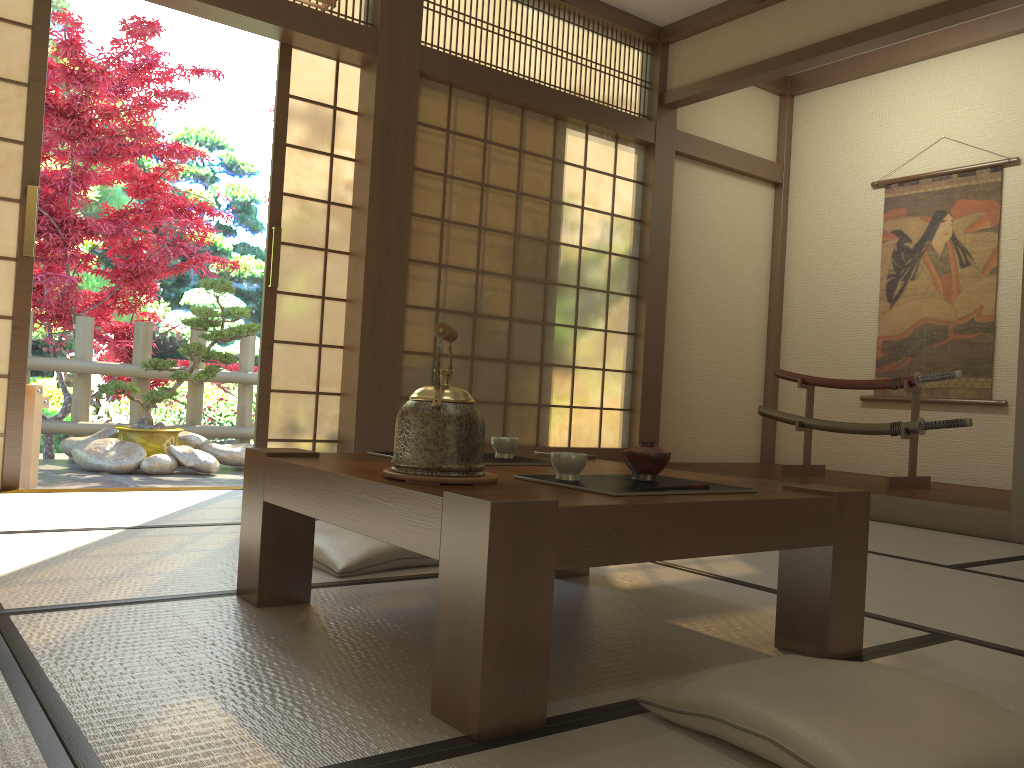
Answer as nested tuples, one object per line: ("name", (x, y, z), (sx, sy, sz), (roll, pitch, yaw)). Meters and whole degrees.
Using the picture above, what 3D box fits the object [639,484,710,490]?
("object", (0.313, 0.198, 1.704), (0.200, 0.008, 0.008), (4, -1, -39))

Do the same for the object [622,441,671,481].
("object", (0.278, 0.159, 1.838), (0.100, 0.080, 0.100), (4, -1, -37))

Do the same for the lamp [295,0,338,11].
("lamp", (-0.643, -1.834, 2.934), (0.240, 1.129, 0.240), (4, -1, -37))

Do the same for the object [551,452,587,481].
("object", (0.113, 0.165, 1.777), (0.074, 0.052, 0.073), (3, -1, 6))

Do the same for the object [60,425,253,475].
("object", (-2.346, 0.446, 6.070), (1.260, 0.276, 1.147), (4, -1, -41))

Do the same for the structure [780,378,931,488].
("structure", (2.047, 0.276, 5.278), (0.446, 0.604, 0.712), (4, -1, -37))

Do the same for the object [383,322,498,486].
("object", (-0.130, 0.034, 1.699), (0.219, 0.296, 0.226), (4, -1, -42))

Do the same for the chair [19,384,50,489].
("chair", (-2.823, 0.212, 4.349), (0.698, 0.598, 0.704), (3, -1, 10))

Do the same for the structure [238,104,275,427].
("structure", (-0.951, -1.161, 9.019), (3.045, 4.004, 3.412), (4, -1, -34))

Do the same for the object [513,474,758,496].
("object", (0.251, 0.203, 1.804), (0.400, 0.007, 0.300), (4, -1, -37))

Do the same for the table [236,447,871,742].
("table", (0.059, 0.364, 1.993), (1.000, 0.350, 1.000), (4, -1, -37))

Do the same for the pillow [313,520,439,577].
("pillow", (-0.445, 0.485, 2.691), (0.496, 0.107, 0.486), (4, -1, -43))

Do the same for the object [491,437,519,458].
("object", (-0.019, 0.166, 2.312), (0.074, 0.052, 0.073), (3, -1, 6))

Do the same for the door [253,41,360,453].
("door", (-0.468, -0.540, 5.000), (1.894, 2.380, 0.073), (4, -1, -37))

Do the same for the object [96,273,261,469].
("object", (-2.277, -0.102, 6.122), (1.032, 1.362, 0.586), (4, -1, -11))

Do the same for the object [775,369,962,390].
("object", (2.056, -0.026, 5.221), (0.086, 0.121, 1.186), (4, -1, -36))

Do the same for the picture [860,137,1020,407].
("picture", (2.724, -0.736, 5.703), (0.038, 1.725, 0.952), (4, -1, -37))

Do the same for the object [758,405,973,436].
("object", (2.028, 0.225, 5.237), (0.100, 0.144, 1.369), (4, -1, -36))

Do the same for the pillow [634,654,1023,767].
("pillow", (0.538, 0.521, 1.380), (0.486, 0.107, 0.496), (4, -1, -33))

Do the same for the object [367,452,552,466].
("object", (-0.117, 0.189, 2.237), (0.400, 0.007, 0.300), (4, -1, -37))

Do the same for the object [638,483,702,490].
("object", (0.307, 0.198, 1.716), (0.200, 0.008, 0.008), (4, -1, -43))

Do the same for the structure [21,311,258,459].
("structure", (-2.705, 0.091, 6.599), (7.456, 1.136, 0.245), (4, -1, -37))

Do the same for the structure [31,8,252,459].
("structure", (-3.755, -1.360, 6.809), (3.412, 4.004, 3.045), (3, -1, -4))

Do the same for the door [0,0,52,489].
("door", (-2.801, -0.705, 3.247), (1.894, 2.380, 0.073), (4, -1, -37))
